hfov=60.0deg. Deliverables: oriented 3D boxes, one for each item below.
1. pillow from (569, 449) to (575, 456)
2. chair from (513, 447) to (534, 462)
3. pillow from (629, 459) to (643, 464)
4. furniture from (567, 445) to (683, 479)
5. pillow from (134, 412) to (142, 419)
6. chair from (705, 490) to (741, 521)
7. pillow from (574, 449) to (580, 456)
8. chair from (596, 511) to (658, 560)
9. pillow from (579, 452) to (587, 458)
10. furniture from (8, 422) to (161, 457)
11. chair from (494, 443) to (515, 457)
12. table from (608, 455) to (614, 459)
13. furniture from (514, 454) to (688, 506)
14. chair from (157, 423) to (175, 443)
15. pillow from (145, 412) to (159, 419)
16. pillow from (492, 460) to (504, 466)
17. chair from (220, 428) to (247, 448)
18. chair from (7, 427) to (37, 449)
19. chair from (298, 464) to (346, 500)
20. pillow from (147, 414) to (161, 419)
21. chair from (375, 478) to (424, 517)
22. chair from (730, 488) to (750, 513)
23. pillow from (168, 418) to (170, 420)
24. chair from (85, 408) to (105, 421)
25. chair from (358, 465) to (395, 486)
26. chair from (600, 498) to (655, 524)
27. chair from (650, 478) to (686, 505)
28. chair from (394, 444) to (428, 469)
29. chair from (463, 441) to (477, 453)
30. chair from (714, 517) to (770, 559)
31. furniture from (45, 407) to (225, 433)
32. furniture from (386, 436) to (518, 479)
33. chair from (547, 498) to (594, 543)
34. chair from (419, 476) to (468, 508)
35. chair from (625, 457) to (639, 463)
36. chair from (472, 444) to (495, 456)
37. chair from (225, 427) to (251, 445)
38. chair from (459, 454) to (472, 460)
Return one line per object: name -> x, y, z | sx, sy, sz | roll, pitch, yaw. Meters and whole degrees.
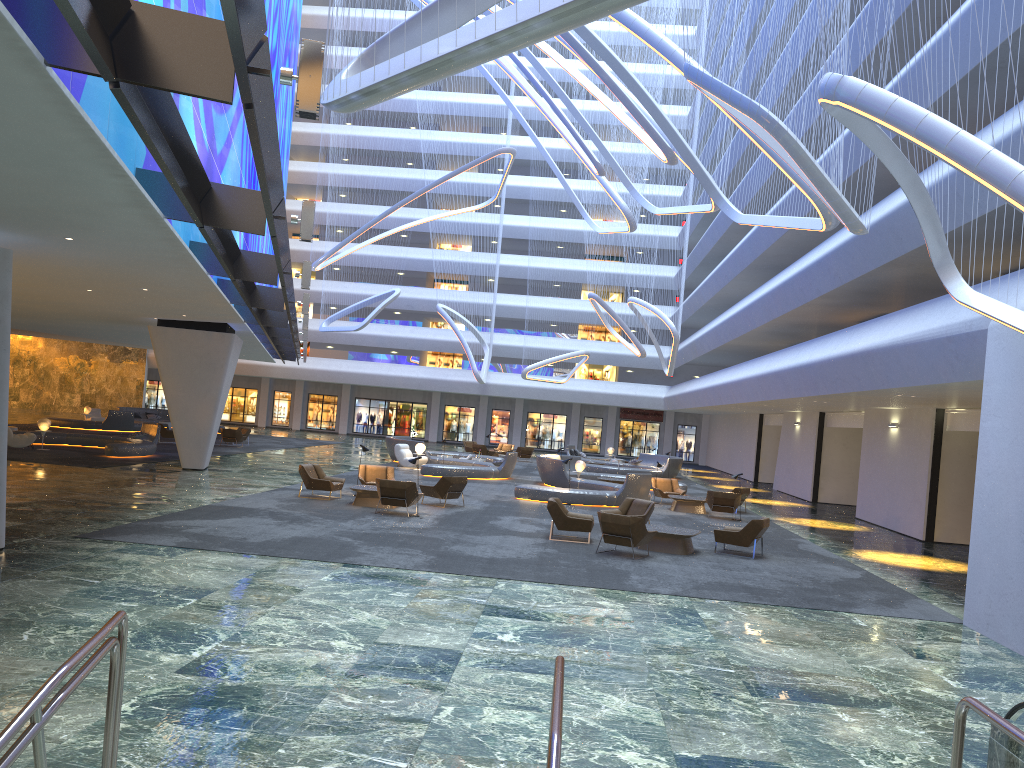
pillow -> 3.249, 3.650, 47.122 | 0.295, 0.369, 0.770 | 5, -2, 17
chair -> 0.598, 3.579, 45.122 | 0.930, 0.766, 0.938 | 5, -1, -18
pillow -> 6.086, 3.817, 43.661 | 0.693, 0.262, 0.876 | 6, -2, -34
furniture -> 5.408, 3.811, 43.940 | 5.185, 0.969, 9.932 | 5, -2, 1
pillow -> -20.438, 1.680, 48.108 | 0.315, 0.386, 0.786 | 5, -2, 20
chair -> 5.750, 3.301, 24.199 | 0.929, 0.766, 0.939 | 5, -1, 10
pillow -> 3.460, 3.644, 47.143 | 0.315, 0.386, 0.786 | 5, -2, 20
chair -> 2.030, 2.706, 15.970 | 0.928, 0.766, 0.940 | 4, -1, 31
pillow -> 3.678, 3.764, 47.419 | 0.873, 0.280, 0.686 | 3, -2, 41
furniture -> -16.372, 1.480, 29.541 | 9.917, 0.969, 5.193 | 4, -2, 21
chair -> -0.396, 3.553, 46.815 | 0.928, 0.766, 0.940 | 4, -1, 23
table -> 5.298, 4.137, 47.874 | 0.418, 0.595, 0.427 | 5, -1, -42
furniture -> 2.570, 3.065, 29.067 | 5.180, 0.969, 9.940 | 4, -2, 21
chair -> -14.224, 2.039, 36.683 | 0.940, 0.766, 0.929 | 5, -1, -25
pillow -> -19.867, 1.761, 48.969 | 0.776, 0.366, 0.316 | 6, -2, -44
pillow -> -0.302, 2.891, 32.333 | 0.692, 0.262, 0.878 | 4, -2, 13
chair -> -11.796, 2.268, 37.385 | 0.929, 0.766, 0.939 | 5, -1, 2
chair -> -15.649, 1.560, 27.853 | 1.159, 0.882, 0.728 | 6, -1, -42
chair -> -4.537, 2.324, 21.042 | 0.938, 0.766, 0.930 | 5, -1, 13
pillow -> -19.771, 1.807, 48.800 | 0.692, 0.262, 0.877 | 5, -2, -5
chair -> -2.459, 2.435, 19.138 | 0.929, 0.766, 0.939 | 5, -1, 10
chair -> 6.570, 3.452, 26.598 | 0.937, 0.766, 0.931 | 4, -1, 37
pillow -> -18.898, 1.965, 49.417 | 0.443, 0.207, 0.444 | 5, -2, -10
chair -> -20.922, 1.681, 44.468 | 0.730, 0.882, 1.155 | 6, -1, -42
chair -> -3.423, 2.463, 22.347 | 0.930, 0.766, 0.938 | 5, -1, -12
chair -> 2.480, 2.844, 18.885 | 0.940, 0.766, 0.928 | 6, -1, -34
chair -> 4.786, 3.329, 27.408 | 0.930, 0.766, 0.938 | 5, -1, -12
chair -> -3.842, 2.758, 33.748 | 1.156, 0.882, 0.730 | 4, -1, 23
chair -> -2.055, 3.398, 46.393 | 0.931, 0.766, 0.937 | 6, -2, -42
chair -> 4.488, 2.961, 17.345 | 0.937, 0.766, 0.931 | 4, -1, 29
furniture -> -19.233, 1.772, 45.200 | 5.180, 0.969, 9.940 | 4, -2, 21
furniture -> -2.599, 2.834, 35.123 | 5.186, 0.969, 9.930 | 5, -2, -4
chair -> 1.150, 2.682, 17.444 | 0.938, 0.766, 0.930 | 5, -1, 6
chair -> -1.639, 2.586, 21.537 | 0.937, 0.766, 0.931 | 4, -1, 37
chair -> 6.317, 4.058, 45.002 | 0.937, 0.766, 0.931 | 4, -1, 37
chair -> -1.450, 3.355, 43.635 | 0.940, 0.766, 0.928 | 6, -2, -45
chair -> -12.158, 2.303, 39.316 | 0.928, 0.766, 0.940 | 4, -2, 43
chair -> -2.463, 3.200, 37.704 | 1.787, 0.501, 0.585 | 6, -2, -32
